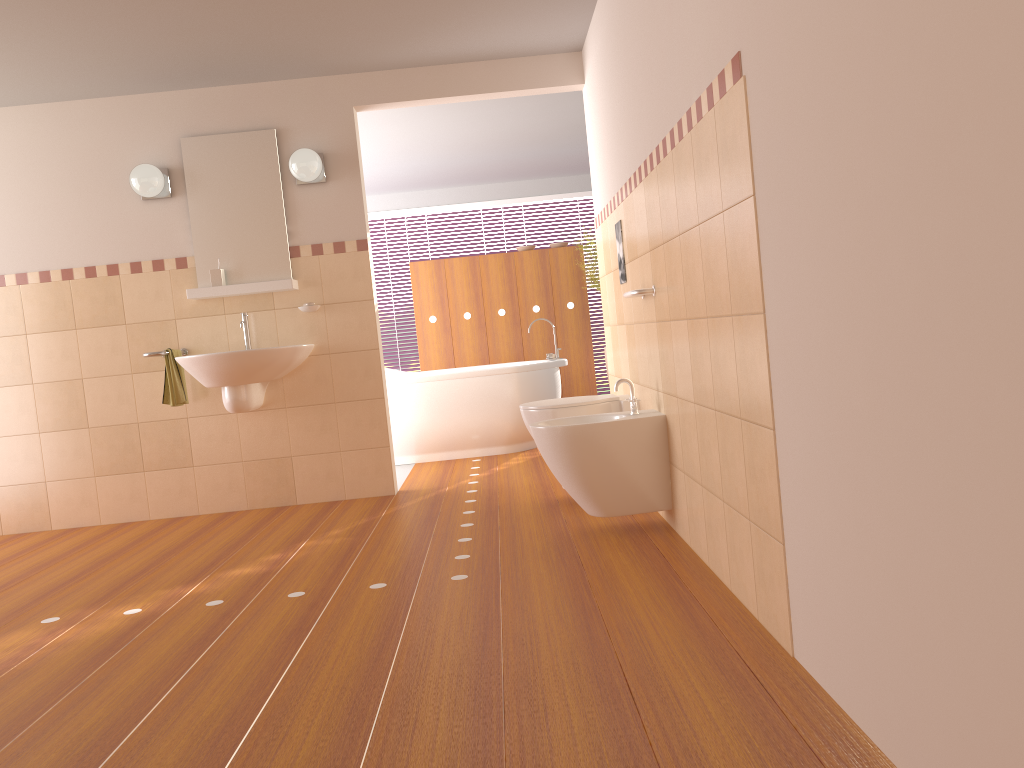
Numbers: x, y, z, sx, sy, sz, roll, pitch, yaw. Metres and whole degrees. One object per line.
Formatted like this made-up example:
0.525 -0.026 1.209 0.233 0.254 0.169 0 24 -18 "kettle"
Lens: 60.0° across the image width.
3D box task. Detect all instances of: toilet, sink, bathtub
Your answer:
0.320 0.270 4.137 0.534 0.400 0.375 -6 3 -1 "toilet"
-1.382 -0.110 4.523 0.683 0.516 0.539 -6 3 -1 "sink"
0.335 0.248 3.473 0.515 0.517 0.335 -6 3 -1 "sink"
-0.521 0.054 6.366 1.874 0.900 0.888 -6 3 -1 "bathtub"

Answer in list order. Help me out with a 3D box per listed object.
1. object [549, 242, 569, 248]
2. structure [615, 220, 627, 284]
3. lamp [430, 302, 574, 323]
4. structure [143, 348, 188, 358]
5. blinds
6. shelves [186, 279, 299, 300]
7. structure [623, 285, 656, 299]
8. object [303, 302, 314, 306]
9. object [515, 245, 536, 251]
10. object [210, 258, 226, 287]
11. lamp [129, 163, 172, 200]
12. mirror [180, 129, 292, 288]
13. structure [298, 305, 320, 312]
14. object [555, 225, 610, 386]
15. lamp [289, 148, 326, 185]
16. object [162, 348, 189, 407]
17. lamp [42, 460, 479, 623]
0.386 -1.128 7.271 0.173 0.046 0.173 -6 3 -1 "object"
0.494 -0.597 4.034 0.005 0.279 0.170 -6 3 -1 "structure"
-0.082 -0.578 7.159 1.169 0.052 0.001 -6 3 -1 "lamp"
-1.813 -0.158 4.613 0.142 0.042 0.333 -6 3 -1 "structure"
-0.467 -0.667 8.660 4.712 2.022 0.032 -6 3 -1 "blinds"
-1.424 -0.501 4.700 0.554 0.050 0.138 -6 3 -1 "shelves"
0.489 -0.351 3.443 0.091 0.042 0.295 -6 3 -1 "structure"
-1.086 -0.422 4.734 0.050 0.023 0.075 -8 4 -36 "object"
0.116 -1.101 7.267 0.173 0.046 0.173 -6 3 -1 "object"
-1.558 -0.586 4.686 0.063 0.149 0.073 -6 3 -1 "object"
-1.896 -1.058 4.626 0.173 0.173 0.209 -6 3 -1 "lamp"
-1.468 -0.933 4.728 0.502 0.799 0.008 -6 3 -1 "mirror"
-1.085 -0.400 4.734 0.117 0.029 0.092 -6 3 -1 "structure"
0.964 -0.451 6.817 0.683 1.557 1.335 -4 4 32 "object"
-1.075 -1.141 4.637 0.173 0.173 0.209 -6 3 -1 "lamp"
-1.743 -0.036 4.616 0.085 0.306 0.181 -5 3 15 "object"
-1.759 0.741 4.430 3.173 0.001 2.893 -6 3 -1 "lamp"
